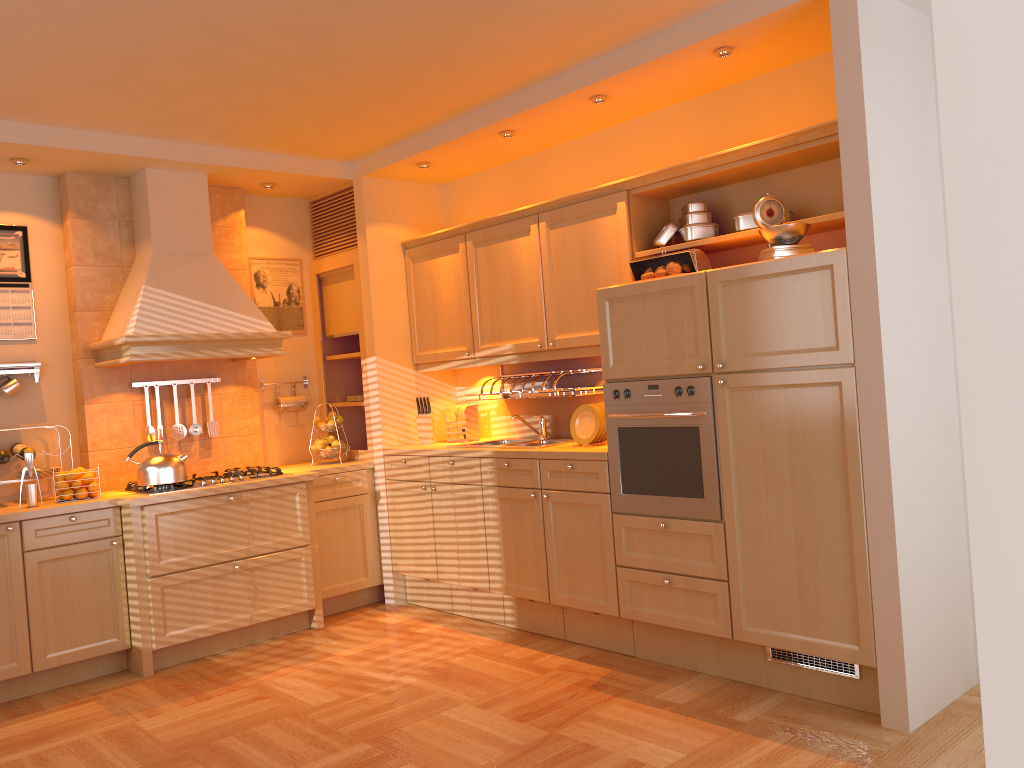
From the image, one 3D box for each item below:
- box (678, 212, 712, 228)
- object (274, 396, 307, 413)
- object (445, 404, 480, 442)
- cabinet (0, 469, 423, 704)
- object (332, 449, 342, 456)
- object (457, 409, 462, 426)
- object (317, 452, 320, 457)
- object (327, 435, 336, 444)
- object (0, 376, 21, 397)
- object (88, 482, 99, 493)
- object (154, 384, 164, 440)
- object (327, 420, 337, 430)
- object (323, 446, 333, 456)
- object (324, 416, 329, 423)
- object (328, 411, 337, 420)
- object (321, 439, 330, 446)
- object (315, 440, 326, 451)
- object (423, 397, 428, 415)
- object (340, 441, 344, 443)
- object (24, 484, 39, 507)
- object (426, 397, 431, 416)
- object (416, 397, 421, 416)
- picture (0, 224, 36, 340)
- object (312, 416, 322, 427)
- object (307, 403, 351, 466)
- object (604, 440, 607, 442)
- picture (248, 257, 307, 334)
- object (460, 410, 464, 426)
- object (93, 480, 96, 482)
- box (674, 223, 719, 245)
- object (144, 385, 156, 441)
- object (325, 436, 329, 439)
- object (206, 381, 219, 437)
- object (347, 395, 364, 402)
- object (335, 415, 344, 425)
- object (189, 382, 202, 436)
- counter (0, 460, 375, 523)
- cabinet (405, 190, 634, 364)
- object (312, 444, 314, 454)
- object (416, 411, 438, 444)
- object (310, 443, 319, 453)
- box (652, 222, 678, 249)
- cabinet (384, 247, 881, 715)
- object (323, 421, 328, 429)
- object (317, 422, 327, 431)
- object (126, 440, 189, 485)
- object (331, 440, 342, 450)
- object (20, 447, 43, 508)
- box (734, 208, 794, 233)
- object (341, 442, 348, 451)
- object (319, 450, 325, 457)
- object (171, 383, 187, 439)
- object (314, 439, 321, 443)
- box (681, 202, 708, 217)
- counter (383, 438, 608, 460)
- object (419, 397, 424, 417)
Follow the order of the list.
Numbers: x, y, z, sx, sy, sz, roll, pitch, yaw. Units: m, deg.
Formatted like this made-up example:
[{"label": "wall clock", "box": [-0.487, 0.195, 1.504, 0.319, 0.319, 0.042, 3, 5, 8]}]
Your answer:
[{"label": "box", "box": [0.857, -0.756, 4.142, 0.124, 0.066, 0.177, -4, 0, -6]}, {"label": "object", "box": [-1.404, 0.128, 5.638, 0.186, 0.094, 0.096, -5, 1, -42]}, {"label": "object", "box": [-0.305, 0.241, 5.438, 0.103, 0.221, 0.200, -5, 1, -42]}, {"label": "cabinet", "box": [-1.435, 0.981, 4.890, 2.850, 0.840, 1.141, -5, 1, -42]}, {"label": "object", "box": [-1.086, 0.417, 5.486, 0.063, 0.061, 0.064, -4, 1, 26]}, {"label": "object", "box": [-0.310, 0.249, 5.387, 0.042, 0.192, 0.040, -4, 0, 9]}, {"label": "object", "box": [-1.189, 0.432, 5.524, 0.046, 0.043, 0.047, -4, 0, 8]}, {"label": "object", "box": [-1.111, 0.342, 5.457, 0.049, 0.052, 0.050, -5, 1, -35]}, {"label": "object", "box": [-2.598, 0.013, 4.587, 0.066, 0.111, 0.103, -4, 1, 41]}, {"label": "object", "box": [-2.099, 0.518, 4.446, 0.052, 0.054, 0.061, -4, 0, -15]}, {"label": "object", "box": [-1.975, 0.161, 4.960, 0.028, 0.319, 0.006, -5, 1, -42]}, {"label": "object", "box": [-1.110, 0.251, 5.476, 0.064, 0.063, 0.063, -5, 1, -25]}, {"label": "object", "box": [-1.127, 0.411, 5.433, 0.064, 0.062, 0.064, -4, 1, 35]}, {"label": "object", "box": [-1.146, 0.225, 5.522, 0.050, 0.051, 0.051, -4, 0, -18]}, {"label": "object", "box": [-1.110, 0.199, 5.488, 0.055, 0.059, 0.058, -4, 0, 4]}, {"label": "object", "box": [-1.154, 0.366, 5.464, 0.063, 0.061, 0.063, -4, 1, 21]}, {"label": "object", "box": [-1.166, 0.375, 5.409, 0.056, 0.063, 0.065, -4, 1, 24]}, {"label": "object", "box": [-0.526, 0.210, 5.429, 0.019, 0.265, 0.038, -4, 1, 31]}, {"label": "object", "box": [-1.080, 0.380, 5.597, 0.045, 0.047, 0.046, -4, 0, 3]}, {"label": "object", "box": [-2.320, 0.540, 4.289, 0.060, 0.106, 0.060, -4, 0, 16]}, {"label": "object", "box": [-0.504, 0.209, 5.420, 0.019, 0.265, 0.037, -4, 1, 31]}, {"label": "object", "box": [-0.569, 0.213, 5.445, 0.019, 0.265, 0.037, -4, 0, 12]}, {"label": "picture", "box": [-2.713, -0.529, 4.587, 0.417, 0.605, 0.009, -5, 1, -42]}, {"label": "object", "box": [-1.217, 0.234, 5.520, 0.061, 0.064, 0.063, -5, 1, -33]}, {"label": "object", "box": [-1.143, 0.306, 5.513, 0.265, 0.376, 0.265, -4, 0, 7]}, {"label": "object", "box": [0.472, 0.194, 4.520, 0.049, 0.200, 0.205, -5, 1, -41]}, {"label": "picture", "box": [-1.500, -0.566, 5.691, 0.366, 0.491, 0.007, -5, 1, -42]}, {"label": "object", "box": [-0.294, 0.251, 5.382, 0.020, 0.196, 0.017, -4, 0, -17]}, {"label": "object", "box": [-2.134, 0.513, 4.506, 0.051, 0.055, 0.061, -4, 0, -13]}, {"label": "box", "box": [0.862, -0.688, 4.143, 0.169, 0.090, 0.242, -4, 0, -6]}, {"label": "object", "box": [-2.011, 0.166, 4.913, 0.055, 0.323, 0.028, -5, 1, -42]}, {"label": "object", "box": [-1.140, 0.345, 5.514, 0.051, 0.048, 0.050, -4, 0, -9]}, {"label": "object", "box": [-1.748, 0.144, 5.158, 0.061, 0.323, 0.020, -5, 1, -42]}, {"label": "object", "box": [-0.956, 0.091, 5.748, 0.222, 0.039, 0.222, -5, 1, -25]}, {"label": "object", "box": [-1.077, 0.225, 5.517, 0.058, 0.060, 0.057, -4, 0, -21]}, {"label": "object", "box": [-1.838, 0.144, 5.102, 0.077, 0.309, 0.037, -5, 1, -43]}, {"label": "counter", "box": [-1.814, 0.570, 4.822, 2.250, 0.038, 0.770, -5, 1, -42]}, {"label": "cabinet", "box": [0.080, -0.530, 4.963, 0.332, 0.712, 1.792, -5, 1, -42]}, {"label": "object", "box": [-1.234, 0.404, 5.516, 0.056, 0.057, 0.053, -4, 1, 25]}, {"label": "object", "box": [-0.524, 0.268, 5.445, 0.100, 0.200, 0.070, -4, 0, 21]}, {"label": "object", "box": [-1.212, 0.396, 5.453, 0.063, 0.063, 0.063, -5, 1, -31]}, {"label": "box", "box": [0.721, -0.696, 4.183, 0.117, 0.129, 0.098, -4, 0, -6]}, {"label": "cabinet", "box": [0.447, 0.412, 4.428, 0.625, 1.700, 3.000, -5, 1, -42]}, {"label": "object", "box": [-1.175, 0.262, 5.548, 0.057, 0.056, 0.051, -4, 0, 8]}, {"label": "object", "box": [-1.174, 0.263, 5.489, 0.064, 0.058, 0.063, -4, 0, 14]}, {"label": "object", "box": [-1.817, 0.397, 4.585, 0.242, 0.215, 0.251, -4, 1, 35]}, {"label": "object", "box": [-1.075, 0.374, 5.436, 0.063, 0.060, 0.064, -5, 1, -27]}, {"label": "object", "box": [-2.338, 0.451, 4.279, 0.088, 0.288, 0.101, -5, 1, -42]}, {"label": "box", "box": [1.101, -0.703, 3.869, 0.242, 0.090, 0.169, -4, 1, 29]}, {"label": "object", "box": [-1.060, 0.396, 5.556, 0.059, 0.059, 0.058, -4, 0, 2]}, {"label": "object", "box": [-1.166, 0.427, 5.476, 0.052, 0.056, 0.057, -4, 0, 10]}, {"label": "object", "box": [-1.896, 0.155, 5.025, 0.090, 0.320, 0.017, -5, 1, -42]}, {"label": "object", "box": [-1.199, 0.370, 5.506, 0.055, 0.058, 0.056, -4, 0, -6]}, {"label": "box", "box": [0.852, -0.811, 4.142, 0.098, 0.052, 0.140, -4, 0, -6]}, {"label": "counter", "box": [0.047, 0.349, 4.880, 0.600, 0.038, 1.800, -5, 1, -42]}, {"label": "object", "box": [-0.548, 0.212, 5.437, 0.019, 0.265, 0.038, -4, 1, 31]}]
